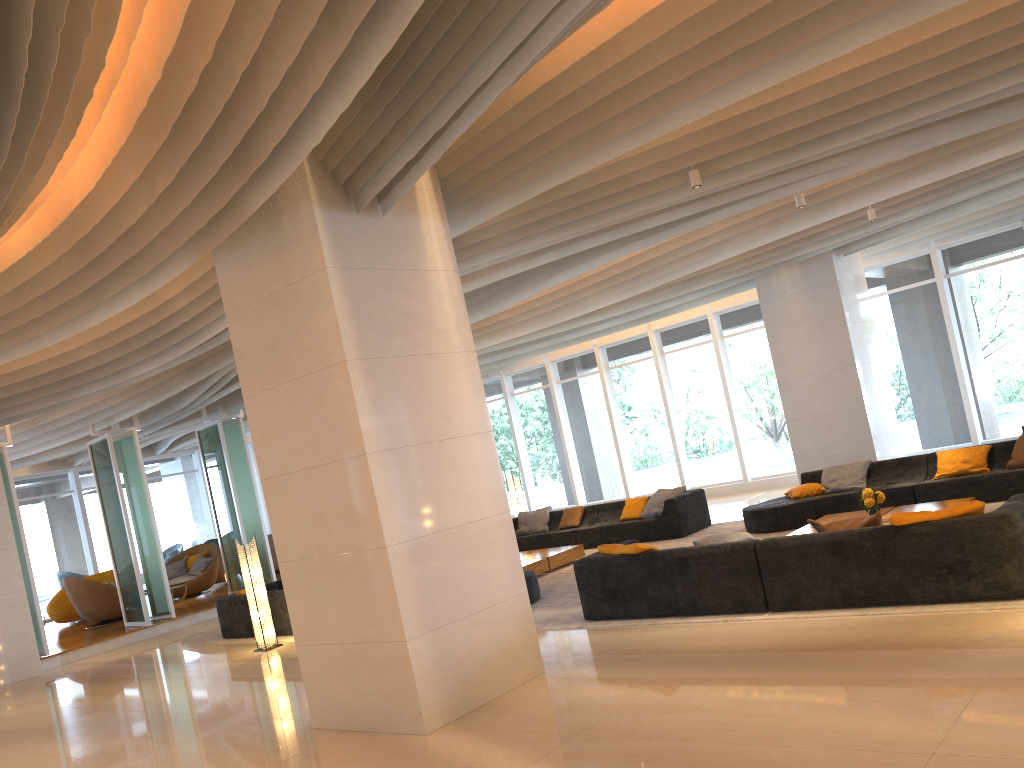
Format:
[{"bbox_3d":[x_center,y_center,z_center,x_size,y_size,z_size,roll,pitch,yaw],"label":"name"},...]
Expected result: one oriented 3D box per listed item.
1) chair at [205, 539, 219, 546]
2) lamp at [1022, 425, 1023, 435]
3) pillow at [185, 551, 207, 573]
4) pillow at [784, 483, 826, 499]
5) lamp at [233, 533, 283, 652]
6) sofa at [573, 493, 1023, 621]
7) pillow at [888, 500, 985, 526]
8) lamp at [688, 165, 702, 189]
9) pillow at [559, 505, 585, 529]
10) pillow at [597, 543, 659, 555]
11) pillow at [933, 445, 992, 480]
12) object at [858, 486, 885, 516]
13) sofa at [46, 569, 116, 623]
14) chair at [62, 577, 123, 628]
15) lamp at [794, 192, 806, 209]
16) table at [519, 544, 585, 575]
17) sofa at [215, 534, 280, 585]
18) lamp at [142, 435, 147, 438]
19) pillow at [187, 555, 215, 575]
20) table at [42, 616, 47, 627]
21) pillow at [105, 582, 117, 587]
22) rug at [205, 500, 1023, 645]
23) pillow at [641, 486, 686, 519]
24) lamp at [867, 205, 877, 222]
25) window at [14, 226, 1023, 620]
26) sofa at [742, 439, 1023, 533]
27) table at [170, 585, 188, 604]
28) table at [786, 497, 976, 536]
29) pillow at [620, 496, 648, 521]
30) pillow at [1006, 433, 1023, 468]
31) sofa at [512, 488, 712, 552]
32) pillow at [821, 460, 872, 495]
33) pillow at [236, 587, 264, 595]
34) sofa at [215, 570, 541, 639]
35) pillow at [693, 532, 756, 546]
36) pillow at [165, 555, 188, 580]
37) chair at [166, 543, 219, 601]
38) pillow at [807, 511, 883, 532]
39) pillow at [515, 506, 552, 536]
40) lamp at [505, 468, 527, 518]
[{"bbox_3d":[-6.662,4.120,21.285,1.127,1.004,1.532,-13,-4,23],"label":"chair"},{"bbox_3d":[3.269,0.806,5.259,0.247,1.196,0.253,-13,-1,40],"label":"lamp"},{"bbox_3d":[-6.681,3.778,18.701,0.602,0.422,0.375,-13,-3,18],"label":"pillow"},{"bbox_3d":[3.830,1.410,11.619,0.448,0.192,0.589,-13,-4,5],"label":"pillow"},{"bbox_3d":[-3.088,2.482,10.693,0.247,1.449,0.253,-13,-1,40],"label":"lamp"},{"bbox_3d":[2.261,1.492,7.356,3.739,0.581,0.953,-16,-5,40],"label":"sofa"},{"bbox_3d":[3.079,1.046,6.436,0.634,0.377,0.552,-13,-3,18],"label":"pillow"},{"bbox_3d":[1.368,-2.359,7.328,0.088,1.504,0.090,-13,-1,31],"label":"lamp"},{"bbox_3d":[0.963,2.154,14.316,0.404,0.312,0.326,-15,-4,38],"label":"pillow"},{"bbox_3d":[1.186,1.585,8.072,0.552,0.377,0.634,-10,-4,-28],"label":"pillow"},{"bbox_3d":[5.314,0.960,10.475,0.631,0.393,0.455,-15,-4,39],"label":"pillow"},{"bbox_3d":[3.599,1.202,8.847,0.238,0.376,0.263,-11,-2,-28],"label":"object"},{"bbox_3d":[-8.407,4.338,18.569,1.100,0.899,2.590,-14,-4,30],"label":"sofa"},{"bbox_3d":[-7.641,3.958,16.536,1.149,1.004,1.503,-10,-4,-42],"label":"chair"},{"bbox_3d":[2.786,-2.532,9.032,0.088,1.504,0.089,-12,-1,13],"label":"lamp"},{"bbox_3d":[-0.089,2.578,12.293,1.585,0.219,1.620,-16,-6,40],"label":"table"},{"bbox_3d":[-5.698,3.828,19.545,2.562,0.900,1.112,-12,-3,-1],"label":"sofa"},{"bbox_3d":[-7.335,0.316,17.336,0.090,1.504,0.088,-12,-1,-41],"label":"lamp"},{"bbox_3d":[-6.451,3.748,18.353,0.499,0.408,0.469,-15,-4,42],"label":"pillow"},{"bbox_3d":[-9.394,4.714,16.850,1.093,0.318,0.810,-8,-6,-43],"label":"table"},{"bbox_3d":[-7.450,3.774,16.304,0.616,0.454,0.476,-13,-3,21],"label":"pillow"},{"bbox_3d":[3.477,1.679,9.230,16.059,0.022,5.580,-16,-6,40],"label":"rug"},{"bbox_3d":[2.243,1.763,13.227,0.552,0.377,0.634,-10,-4,-28],"label":"pillow"},{"bbox_3d":[4.201,-2.705,10.717,0.088,1.504,0.090,-13,-1,31],"label":"lamp"},{"bbox_3d":[4.344,-0.031,13.813,54.339,3.214,22.250,-13,-4,5],"label":"window"},{"bbox_3d":[4.744,1.217,10.690,4.103,0.581,1.368,-16,-5,38],"label":"sofa"},{"bbox_3d":[-6.875,4.214,17.433,1.072,0.318,0.826,-14,-4,22],"label":"table"},{"bbox_3d":[3.690,1.502,9.026,1.585,0.219,1.620,-16,-6,40],"label":"table"},{"bbox_3d":[1.862,1.898,13.539,0.403,0.312,0.326,-15,-4,42],"label":"pillow"},{"bbox_3d":[5.976,0.699,9.999,0.552,0.377,0.634,-10,-4,-28],"label":"pillow"},{"bbox_3d":[1.249,2.230,13.938,3.739,0.581,0.953,-16,-5,40],"label":"sofa"},{"bbox_3d":[4.269,1.239,11.373,0.658,0.416,0.467,-15,-4,40],"label":"pillow"},{"bbox_3d":[-3.584,2.963,12.370,0.340,0.315,0.411,-13,-3,12],"label":"pillow"},{"bbox_3d":[-1.330,2.579,11.729,5.038,0.652,2.859,-16,-6,40],"label":"sofa"},{"bbox_3d":[1.905,1.449,7.558,0.580,0.376,0.425,-15,-4,42],"label":"pillow"},{"bbox_3d":[-7.067,3.873,18.612,0.620,0.454,0.473,-12,-3,1],"label":"pillow"},{"bbox_3d":[-6.757,3.919,18.469,1.505,1.004,1.148,-14,-3,28],"label":"chair"},{"bbox_3d":[2.659,1.194,6.899,0.595,0.409,0.449,-15,-4,42],"label":"pillow"},{"bbox_3d":[0.350,2.302,14.863,0.634,0.377,0.552,-13,-3,18],"label":"pillow"},{"bbox_3d":[0.123,2.204,15.978,0.247,1.449,0.253,-13,-1,40],"label":"lamp"}]
